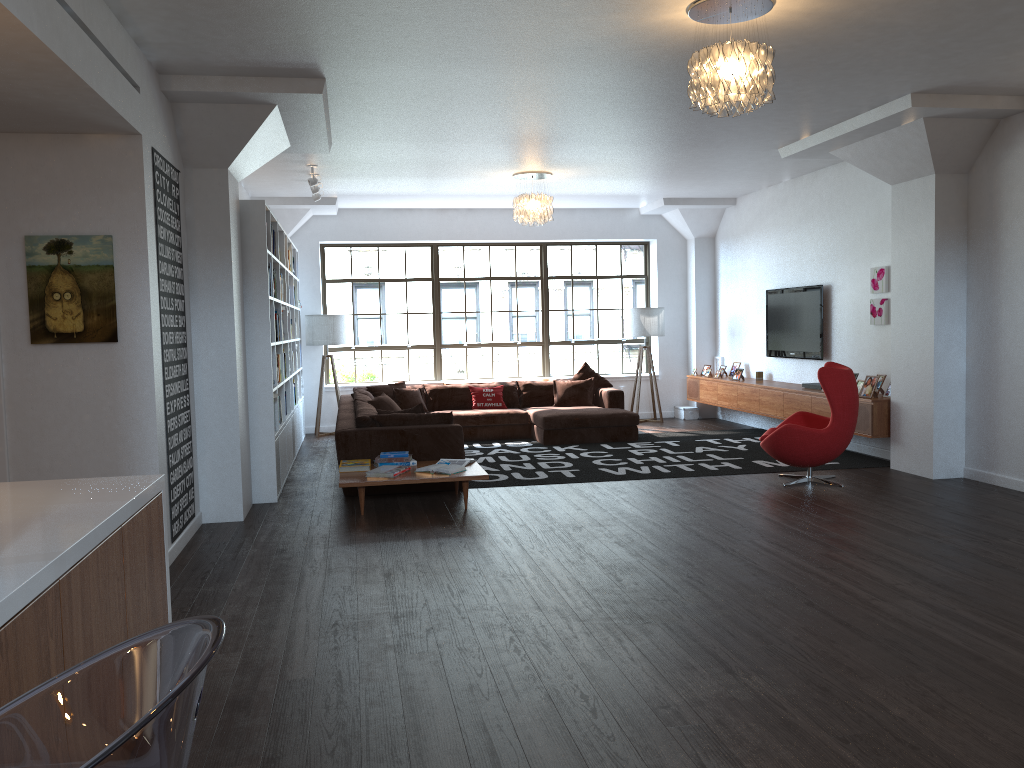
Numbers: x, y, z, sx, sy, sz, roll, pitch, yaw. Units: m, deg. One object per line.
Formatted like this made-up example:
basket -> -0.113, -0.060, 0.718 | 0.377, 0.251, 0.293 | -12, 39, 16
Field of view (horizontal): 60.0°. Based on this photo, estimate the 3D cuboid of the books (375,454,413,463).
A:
books -> -0.955, 0.604, 7.187 | 0.279, 0.035, 0.191 | -1, 4, 0

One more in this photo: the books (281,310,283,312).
books -> -2.389, -0.745, 8.896 | 0.129, 0.043, 0.185 | -1, 4, 4

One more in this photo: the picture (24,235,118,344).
picture -> -2.468, -0.530, 4.974 | 0.450, 0.600, 0.030 | -2, 4, -10

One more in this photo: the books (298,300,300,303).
books -> -2.833, -1.039, 11.198 | 0.254, 0.032, 0.174 | 0, 4, 25

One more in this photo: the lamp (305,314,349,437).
lamp -> -2.411, -0.118, 11.653 | 0.545, 1.579, 0.545 | -3, 4, -21

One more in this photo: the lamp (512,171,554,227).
lamp -> 0.227, -1.981, 9.560 | 0.441, 0.539, 0.442 | 1, 4, 32

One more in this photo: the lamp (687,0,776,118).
lamp -> 1.132, -1.678, 4.590 | 0.441, 0.539, 0.442 | 1, 4, 32

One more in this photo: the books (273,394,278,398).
books -> -2.059, 0.101, 7.318 | 0.223, 0.027, 0.161 | -1, 4, -1

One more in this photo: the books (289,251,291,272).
books -> -2.630, -1.390, 10.162 | 0.183, 0.253, 0.034 | -2, 4, -10

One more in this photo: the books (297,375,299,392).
books -> -2.741, 0.041, 11.022 | 0.176, 0.290, 0.053 | -2, 4, -10

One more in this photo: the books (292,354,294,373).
books -> -2.514, -0.243, 9.796 | 0.182, 0.253, 0.098 | -2, 4, -10

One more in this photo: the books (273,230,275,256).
books -> -2.210, -1.250, 7.906 | 0.182, 0.253, 0.098 | -2, 4, -10

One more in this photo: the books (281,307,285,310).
books -> -2.297, -0.723, 8.476 | 0.223, 0.027, 0.161 | -1, 4, -1

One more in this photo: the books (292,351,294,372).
books -> -2.566, -0.254, 10.045 | 0.174, 0.242, 0.105 | -2, 4, -10

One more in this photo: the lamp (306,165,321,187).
lamp -> -1.958, -2.045, 8.720 | 0.111, 0.211, 0.120 | 0, 4, 24

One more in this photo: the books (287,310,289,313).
books -> -2.451, -0.750, 9.228 | 0.224, 0.030, 0.161 | -1, 4, 0

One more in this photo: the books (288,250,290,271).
books -> -2.604, -1.379, 9.995 | 0.183, 0.253, 0.034 | -2, 4, -10

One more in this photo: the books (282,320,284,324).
books -> -2.390, -0.620, 8.885 | 0.183, 0.042, 0.253 | -2, 4, -10

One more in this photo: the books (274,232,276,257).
books -> -2.249, -1.263, 8.091 | 0.182, 0.255, 0.077 | -2, 4, -10

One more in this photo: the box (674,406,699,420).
box -> 2.487, 0.408, 12.633 | 0.228, 0.165, 0.368 | -2, 4, -10

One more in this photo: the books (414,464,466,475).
books -> -0.549, 0.652, 6.840 | 0.342, 0.040, 0.231 | 1, 4, 30

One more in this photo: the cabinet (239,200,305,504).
cabinet -> -2.549, -0.375, 9.240 | 0.461, 2.414, 4.500 | -2, 4, -10

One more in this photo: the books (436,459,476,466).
books -> -0.458, 0.627, 7.206 | 0.256, 0.035, 0.350 | 0, 4, 15

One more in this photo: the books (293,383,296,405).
books -> -2.561, 0.115, 10.116 | 0.183, 0.253, 0.034 | -2, 4, -11

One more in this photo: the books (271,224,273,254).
books -> -2.208, -1.262, 7.800 | 0.197, 0.290, 0.136 | -2, 4, -10

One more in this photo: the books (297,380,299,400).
books -> -2.689, 0.079, 10.759 | 0.189, 0.247, 0.057 | -2, 4, -10

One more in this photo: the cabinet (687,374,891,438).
cabinet -> 3.086, 0.177, 10.301 | 0.459, 0.350, 4.501 | -2, 4, -10

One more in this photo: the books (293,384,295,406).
books -> -2.532, 0.127, 9.924 | 0.183, 0.253, 0.034 | -2, 4, -11

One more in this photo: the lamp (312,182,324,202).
lamp -> -2.140, -2.107, 9.726 | 0.120, 0.211, 0.111 | -4, 5, -36

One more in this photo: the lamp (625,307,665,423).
lamp -> 1.850, -0.264, 12.314 | 0.545, 1.579, 0.545 | -1, 4, 1

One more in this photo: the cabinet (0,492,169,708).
cabinet -> -1.301, 0.938, 0.961 | 0.898, 0.796, 4.493 | -2, 4, -10

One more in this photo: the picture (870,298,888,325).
picture -> 3.573, -0.703, 8.634 | 0.030, 0.250, 0.250 | -2, 4, -10

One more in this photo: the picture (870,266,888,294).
picture -> 3.566, -1.009, 8.614 | 0.030, 0.250, 0.250 | -2, 4, -10

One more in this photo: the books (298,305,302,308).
books -> -2.834, -0.973, 11.207 | 0.284, 0.035, 0.197 | 0, 4, 20

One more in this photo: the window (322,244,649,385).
window -> -0.290, -1.019, 12.605 | 4.648, 1.905, 0.114 | -2, 4, -10

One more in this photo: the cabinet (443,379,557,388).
cabinet -> -0.160, 0.273, 12.153 | 1.520, 0.625, 0.350 | -2, 4, -10

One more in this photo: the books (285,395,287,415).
books -> -2.336, 0.216, 8.886 | 0.146, 0.202, 0.027 | -2, 4, -10

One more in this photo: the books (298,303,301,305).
books -> -2.835, -1.007, 11.204 | 0.284, 0.033, 0.197 | -1, 4, 5

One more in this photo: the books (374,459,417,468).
books -> -0.949, 0.640, 7.186 | 0.312, 0.037, 0.216 | -3, 4, -20

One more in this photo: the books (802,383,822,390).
books -> 3.316, 0.027, 9.479 | 0.250, 0.053, 0.400 | -2, 4, -10

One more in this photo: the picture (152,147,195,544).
picture -> -2.162, -0.239, 5.709 | 0.021, 2.380, 0.800 | -2, 4, -10

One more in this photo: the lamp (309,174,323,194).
lamp -> -2.048, -2.076, 9.217 | 0.111, 0.211, 0.120 | 2, 5, 39

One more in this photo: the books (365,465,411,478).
books -> -0.946, 0.667, 6.779 | 0.236, 0.035, 0.340 | 0, 4, 15

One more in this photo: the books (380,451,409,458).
books -> -0.951, 0.573, 7.183 | 0.224, 0.027, 0.157 | -2, 4, -5

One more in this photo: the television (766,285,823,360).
television -> 3.232, -0.702, 10.208 | 0.013, 0.816, 1.324 | -2, 4, -10

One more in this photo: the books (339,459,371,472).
books -> -1.251, 0.650, 7.071 | 0.241, 0.045, 0.334 | -2, 4, -9
